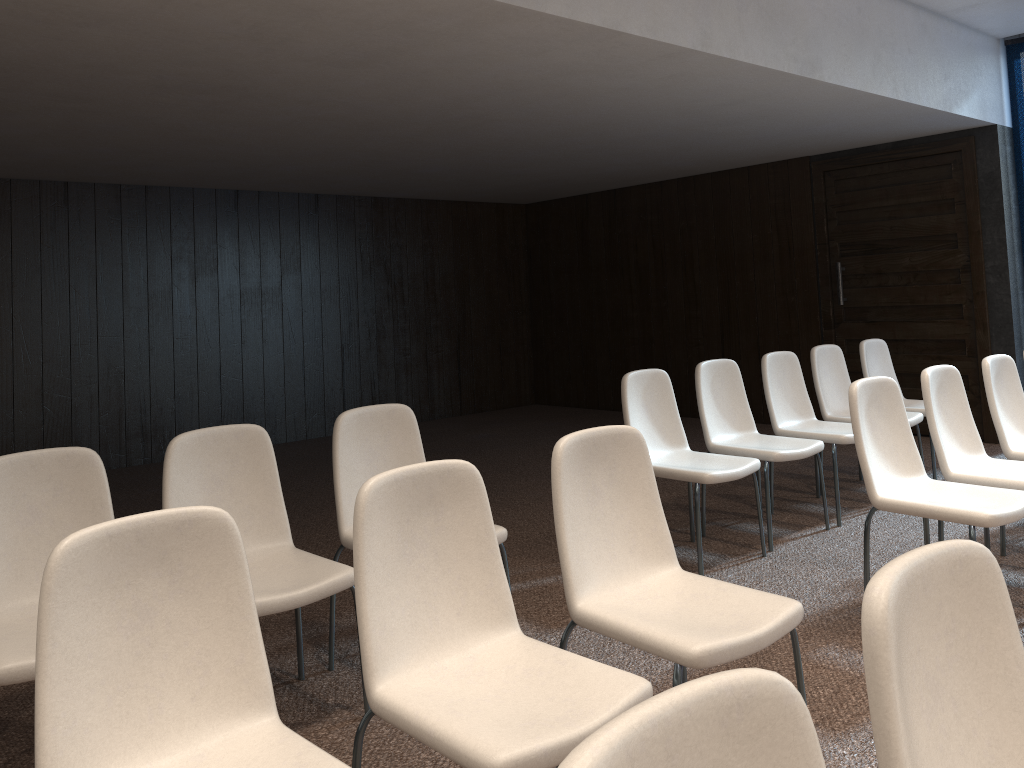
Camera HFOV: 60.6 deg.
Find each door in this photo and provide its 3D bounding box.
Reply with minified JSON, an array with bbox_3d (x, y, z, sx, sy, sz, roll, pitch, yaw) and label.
[{"bbox_3d":[3.272,-0.780,7.381,0.269,2.421,1.392,0,-3,-41],"label":"door"}]

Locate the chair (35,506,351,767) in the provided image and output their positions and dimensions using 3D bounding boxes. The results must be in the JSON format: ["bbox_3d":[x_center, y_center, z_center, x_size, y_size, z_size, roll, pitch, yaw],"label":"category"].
[{"bbox_3d":[-0.517,0.712,1.483,0.532,0.906,0.555,-2,-1,-42],"label":"chair"}]

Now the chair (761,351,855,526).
[{"bbox_3d":[1.769,0.268,5.016,0.532,0.906,0.555,-2,-1,-40],"label":"chair"}]

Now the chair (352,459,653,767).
[{"bbox_3d":[-0.034,0.652,1.873,0.532,0.906,0.555,-2,-1,-42],"label":"chair"}]

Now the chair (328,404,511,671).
[{"bbox_3d":[-0.345,0.544,3.165,0.532,0.906,0.555,-2,-1,-42],"label":"chair"}]

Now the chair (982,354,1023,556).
[{"bbox_3d":[2.557,0.320,4.084,0.532,0.906,0.555,-2,-1,-41],"label":"chair"}]

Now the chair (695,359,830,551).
[{"bbox_3d":[1.301,0.327,4.628,0.532,0.906,0.555,-2,-1,-39],"label":"chair"}]

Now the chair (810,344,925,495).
[{"bbox_3d":[2.195,0.210,5.424,0.532,0.906,0.555,-2,-1,-41],"label":"chair"}]

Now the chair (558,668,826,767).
[{"bbox_3d":[0.330,0.756,0.597,0.532,0.906,0.555,-2,-1,-39],"label":"chair"}]

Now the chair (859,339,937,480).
[{"bbox_3d":[2.647,0.154,5.789,0.532,0.906,0.555,-2,-1,-42],"label":"chair"}]

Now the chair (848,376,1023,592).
[{"bbox_3d":[1.629,0.436,3.323,0.532,0.906,0.555,-2,-1,-39],"label":"chair"}]

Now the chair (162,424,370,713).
[{"bbox_3d":[-0.804,0.605,2.753,0.532,0.906,0.555,-2,-1,-42],"label":"chair"}]

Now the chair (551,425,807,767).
[{"bbox_3d":[0.423,0.589,2.307,0.532,0.906,0.555,-2,-1,-39],"label":"chair"}]

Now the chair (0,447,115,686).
[{"bbox_3d":[-1.226,0.659,2.394,0.532,0.906,0.555,-2,-1,-41],"label":"chair"}]

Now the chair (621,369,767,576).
[{"bbox_3d":[0.852,0.389,4.204,0.532,0.906,0.555,-2,-1,-42],"label":"chair"}]

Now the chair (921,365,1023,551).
[{"bbox_3d":[2.079,0.380,3.685,0.532,0.906,0.555,-2,-1,-41],"label":"chair"}]

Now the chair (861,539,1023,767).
[{"bbox_3d":[0.756,0.697,1.006,0.532,0.906,0.555,-2,-1,-39],"label":"chair"}]
